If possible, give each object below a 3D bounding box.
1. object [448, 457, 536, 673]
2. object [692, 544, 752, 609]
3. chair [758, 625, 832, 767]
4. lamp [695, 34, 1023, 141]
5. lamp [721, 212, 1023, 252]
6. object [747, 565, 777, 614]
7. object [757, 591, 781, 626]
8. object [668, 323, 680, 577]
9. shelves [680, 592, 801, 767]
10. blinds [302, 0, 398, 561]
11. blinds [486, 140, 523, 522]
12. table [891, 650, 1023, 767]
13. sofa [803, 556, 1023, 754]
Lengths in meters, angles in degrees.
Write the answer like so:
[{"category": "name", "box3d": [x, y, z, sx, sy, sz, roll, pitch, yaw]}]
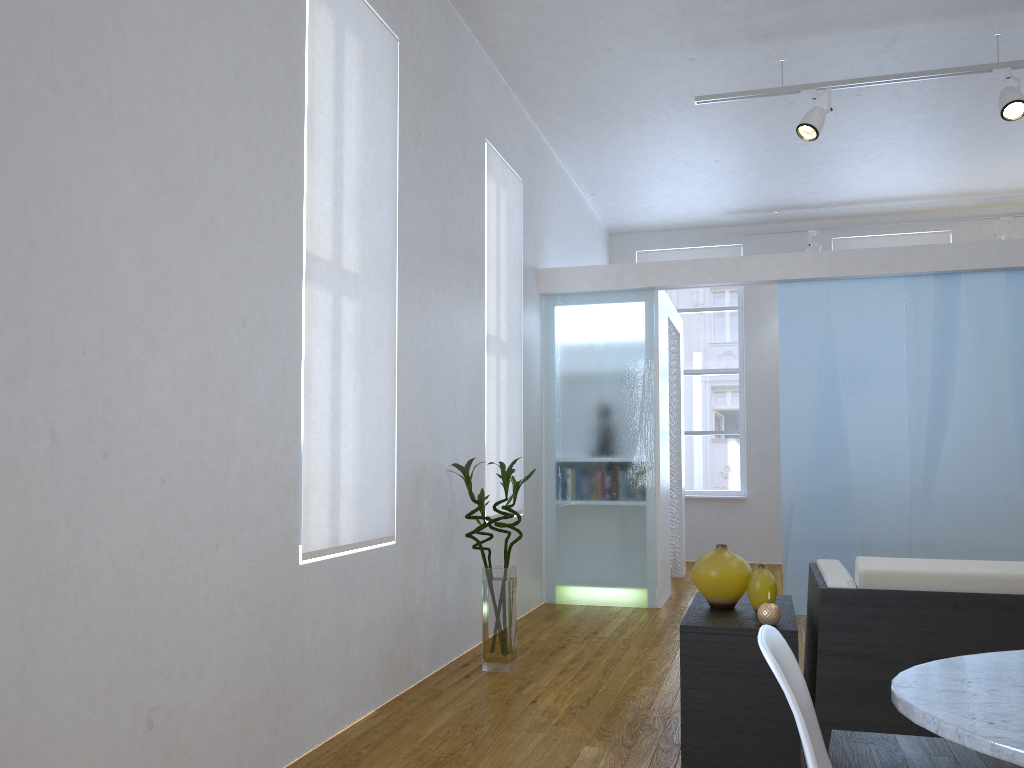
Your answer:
[{"category": "object", "box3d": [-0.120, 0.828, 4.108, 0.380, 0.978, 0.484, 1, -4, -12]}, {"category": "object", "box3d": [0.728, 0.666, 3.074, 0.207, 0.215, 0.207, 3, -5, -32]}, {"category": "chair", "box3d": [0.575, 0.546, 1.276, 0.419, 0.351, 0.406, -1, -4, 18]}, {"category": "lamp", "box3d": [2.560, -1.618, 4.715, 3.118, 0.485, 0.205, -1, -4, 14]}, {"category": "lamp", "box3d": [3.450, -1.348, 7.818, 3.118, 0.485, 0.198, -1, -4, 14]}, {"category": "object", "box3d": [0.828, 0.681, 2.935, 0.096, 0.160, 0.096, 2, -4, -33]}, {"category": "object", "box3d": [0.795, 0.692, 2.741, 0.071, 0.104, 0.071, -4, -5, 43]}, {"category": "object", "box3d": [1.241, 0.541, 6.906, 0.051, 2.012, 0.924, -1, -4, 16]}, {"category": "shelves", "box3d": [0.786, 0.995, 3.027, 0.349, 0.450, 0.731, -1, -5, 16]}, {"category": "blinds", "box3d": [-0.588, -0.440, 3.322, 0.007, 2.107, 0.763, -1, -4, 16]}, {"category": "blinds", "box3d": [-0.041, -0.274, 5.227, 0.007, 2.107, 0.763, -1, -4, 16]}, {"category": "table", "box3d": [1.473, 0.734, 1.013, 1.910, 0.621, 1.073, -1, -5, 15]}, {"category": "sofa", "box3d": [2.220, 0.919, 3.345, 5.338, 0.677, 9.743, -1, -5, 16]}]
